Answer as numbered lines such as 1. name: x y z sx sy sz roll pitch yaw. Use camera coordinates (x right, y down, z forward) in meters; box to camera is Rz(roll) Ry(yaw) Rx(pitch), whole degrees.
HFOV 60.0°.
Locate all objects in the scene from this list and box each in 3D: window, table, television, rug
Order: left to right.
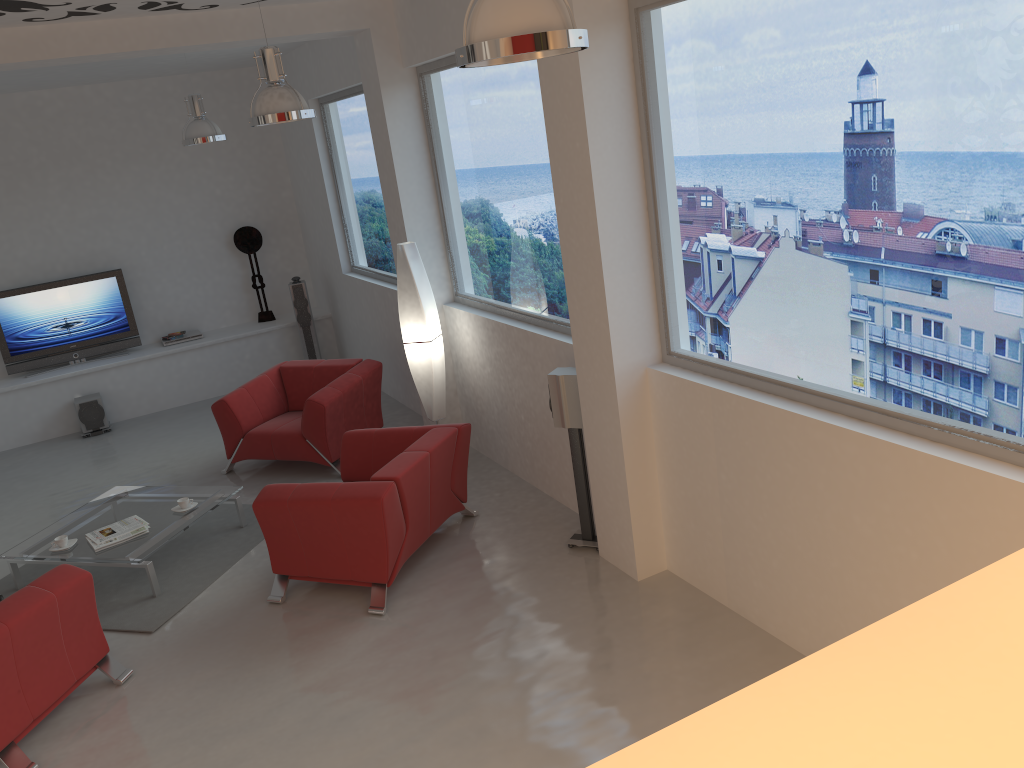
1. television: -4.820 -0.660 9.589 1.356 0.919 0.343 -16 18 -24
2. table: -2.640 1.068 6.152 1.162 0.286 1.097 -2 18 19
3. rug: -2.623 1.209 6.183 1.700 0.025 1.700 -2 18 19
4. window: -1.274 -1.842 8.300 0.100 1.800 2.400 -16 18 -24
5. window: -0.009 -1.294 5.863 0.100 1.800 2.400 -16 18 -24
6. window: 1.256 -0.745 3.426 0.100 1.800 2.400 -16 18 -24

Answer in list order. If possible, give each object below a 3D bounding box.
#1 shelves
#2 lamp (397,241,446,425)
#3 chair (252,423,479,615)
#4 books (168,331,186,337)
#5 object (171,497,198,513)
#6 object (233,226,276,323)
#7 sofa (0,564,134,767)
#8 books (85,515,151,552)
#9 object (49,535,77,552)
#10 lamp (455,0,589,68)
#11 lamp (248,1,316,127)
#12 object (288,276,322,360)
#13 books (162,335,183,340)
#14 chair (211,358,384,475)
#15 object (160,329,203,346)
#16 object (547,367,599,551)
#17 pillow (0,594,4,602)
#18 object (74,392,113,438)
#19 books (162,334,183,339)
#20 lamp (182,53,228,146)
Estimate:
1. shelves: -4.694 -0.179 9.628 5.500 0.050 0.650 -16 18 -24
2. lamp: -0.651 -0.189 6.751 0.313 1.779 0.313 -19 20 -31
3. chair: -0.869 0.750 5.568 0.951 0.738 1.288 -1 18 24
4. books: -3.817 -0.571 10.094 0.190 0.015 0.135 -13 17 -14
5. object: -2.269 0.832 6.132 0.153 0.069 0.153 2 19 30
6. object: -2.996 -1.286 10.395 0.331 1.130 0.108 -8 17 0
7. sofa: -3.102 1.407 4.496 1.929 0.738 0.951 -4 17 15
8. books: -2.607 0.980 5.869 0.367 0.035 0.345 -20 20 -33
9. object: -2.935 1.034 5.790 0.153 0.069 0.153 -8 17 2
10. lamp: -0.025 -1.308 2.412 0.379 0.800 0.379 4 20 35
11. lamp: -1.380 -1.896 5.023 0.379 0.800 0.379 -7 17 4
12. object: -2.357 -0.655 10.167 0.255 1.184 0.273 -11 17 -9
13. books: -3.858 -0.530 10.085 0.135 0.015 0.190 1 19 29
14. chair: -1.780 0.276 7.584 1.288 0.738 0.951 -1 18 24
15. object: -3.783 -0.531 10.154 0.430 0.045 0.352 -16 18 -24
16. object: 0.399 0.453 5.276 0.229 1.112 0.214 1 19 29
17. pillow: -2.663 1.209 4.317 0.402 0.343 0.288 -19 19 -31
18. object: -4.429 0.327 9.350 0.336 0.374 0.337 -16 18 -24
19. books: -3.862 -0.545 10.083 0.135 0.015 0.190 8 23 43
20. lamp: -2.735 -2.484 7.634 0.379 0.800 0.379 -4 17 14
